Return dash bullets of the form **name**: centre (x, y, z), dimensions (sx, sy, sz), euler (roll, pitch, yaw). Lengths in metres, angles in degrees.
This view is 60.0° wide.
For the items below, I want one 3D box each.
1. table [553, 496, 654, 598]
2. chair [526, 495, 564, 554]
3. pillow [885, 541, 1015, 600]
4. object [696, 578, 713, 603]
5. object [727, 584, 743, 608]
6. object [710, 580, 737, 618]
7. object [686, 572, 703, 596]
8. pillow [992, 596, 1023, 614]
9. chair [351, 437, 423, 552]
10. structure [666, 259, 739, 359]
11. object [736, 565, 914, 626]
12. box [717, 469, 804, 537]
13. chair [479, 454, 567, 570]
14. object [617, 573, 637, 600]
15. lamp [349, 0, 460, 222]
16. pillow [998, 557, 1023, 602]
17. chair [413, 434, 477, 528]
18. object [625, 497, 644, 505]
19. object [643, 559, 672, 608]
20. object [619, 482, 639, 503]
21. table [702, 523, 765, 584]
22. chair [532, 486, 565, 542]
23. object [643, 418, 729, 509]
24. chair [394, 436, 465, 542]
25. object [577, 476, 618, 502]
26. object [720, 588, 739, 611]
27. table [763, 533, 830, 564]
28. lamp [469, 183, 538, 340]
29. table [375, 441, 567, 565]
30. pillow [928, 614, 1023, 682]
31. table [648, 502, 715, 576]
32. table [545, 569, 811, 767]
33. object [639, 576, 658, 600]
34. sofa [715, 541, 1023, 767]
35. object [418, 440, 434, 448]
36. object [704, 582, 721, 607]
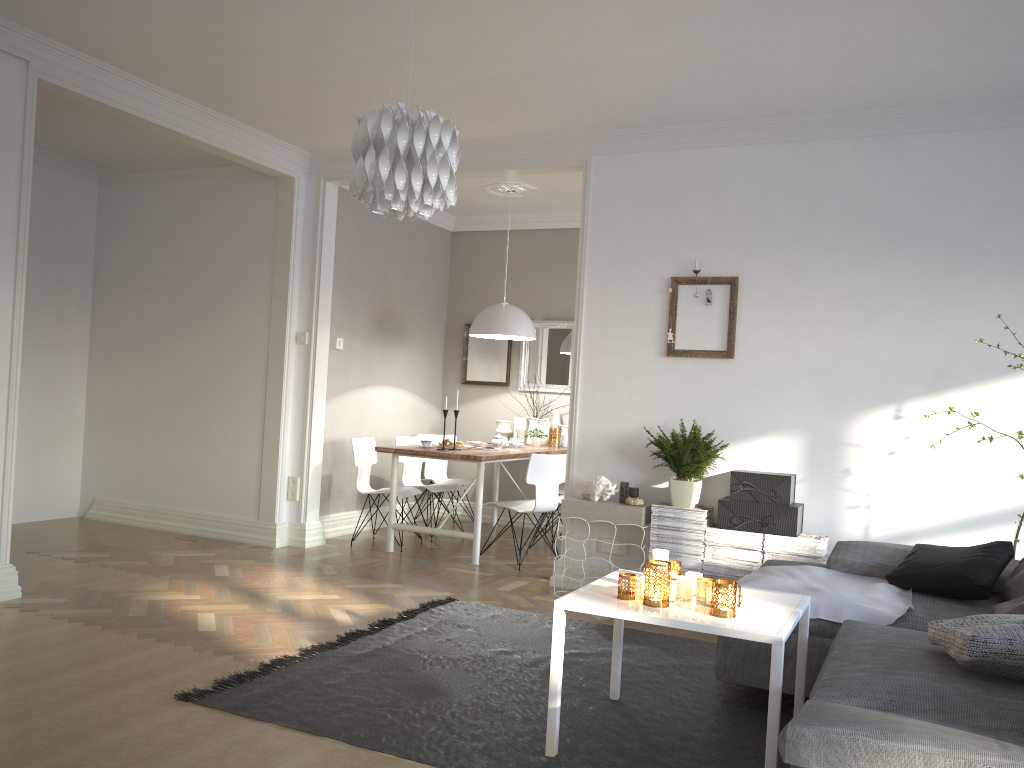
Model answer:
- **table**: centre (0.546, 0.974, 5.170), dimensions (0.553, 0.575, 0.299), euler (3, 0, 26)
- **chair**: centre (0.433, 0.886, 6.643), dimensions (0.479, 0.786, 0.432), euler (3, 0, 30)
- **pillow**: centre (1.839, 0.769, 3.727), dimensions (0.402, 0.248, 0.421), euler (4, -1, -45)
- **object**: centre (0.646, 0.692, 2.974), dimensions (0.060, 0.073, 0.060), euler (4, 0, -40)
- **object**: centre (0.735, 0.700, 2.930), dimensions (0.054, 0.068, 0.047), euler (3, 0, -15)
- **object**: centre (0.666, 0.675, 2.788), dimensions (0.080, 0.104, 0.080), euler (3, 0, 15)
- **object**: centre (0.630, 0.693, 3.075), dimensions (0.060, 0.073, 0.060), euler (4, 0, -40)
- **pillow**: centre (1.904, 0.746, 3.162), dimensions (0.337, 0.311, 0.415), euler (3, -1, 30)
- **chair**: centre (-0.938, 0.806, 6.617), dimensions (0.479, 0.786, 0.432), euler (3, 0, 15)
- **structure**: centre (1.100, -0.441, 5.138), dimensions (0.398, 0.574, 0.053), euler (3, 0, 22)
- **object**: centre (1.255, 1.029, 3.680), dimensions (0.725, 0.437, 0.812), euler (3, -1, 23)
- **box**: centre (1.357, 0.644, 4.840), dimensions (0.419, 0.315, 0.298), euler (3, -1, 25)
- **chair**: centre (0.096, 0.859, 6.187), dimensions (0.432, 0.786, 0.479), euler (4, 0, -45)
- **object**: centre (0.382, 0.674, 2.950), dimensions (0.060, 0.079, 0.060), euler (3, 0, 15)
- **lamp**: centre (-0.332, -1.087, 2.921), dimensions (0.355, 1.065, 0.354), euler (3, 0, -23)
- **pillow**: centre (2.123, 0.735, 3.497), dimensions (0.324, 0.403, 0.430), euler (3, -1, 12)
- **chair**: centre (-0.574, 0.845, 7.737), dimensions (0.432, 0.786, 0.479), euler (3, 0, -34)
- **object**: centre (0.703, 0.670, 5.069), dimensions (0.099, 0.046, 0.104), euler (4, -1, -19)
- **object**: centre (0.470, 0.647, 2.881), dimensions (0.090, 0.140, 0.087), euler (3, 0, -5)
- **object**: centre (0.682, 0.627, 5.170), dimensions (0.123, 0.134, 0.062), euler (4, 0, -24)
- **table**: centre (1.229, 1.046, 4.890), dimensions (0.327, 0.499, 0.247), euler (3, 0, 25)
- **chair**: centre (0.470, 0.899, 7.289), dimensions (0.479, 0.786, 0.432), euler (3, 0, 15)
- **object**: centre (0.968, 0.450, 4.990), dimensions (0.438, 0.527, 0.368), euler (3, 0, 25)
- **chair**: centre (-0.669, 0.830, 7.156), dimensions (0.479, 0.786, 0.432), euler (3, 0, 35)
- **object**: centre (0.503, 0.609, 5.186), dimensions (0.137, 0.150, 0.311), euler (4, -1, -35)
- **object**: centre (0.698, 0.694, 2.854), dimensions (0.060, 0.073, 0.060), euler (3, 0, -13)
- **table**: centre (1.514, 1.060, 4.758), dimensions (0.327, 0.499, 0.247), euler (3, 0, 25)
- **lamp**: centre (-0.039, -0.957, 6.985), dimensions (0.530, 1.182, 0.530), euler (3, 0, 32)
- **table**: centre (-0.185, 0.875, 6.974), dimensions (0.852, 0.750, 1.987), euler (3, -1, 25)
- **pillow**: centre (1.454, 0.754, 2.555), dimensions (0.406, 0.194, 0.404), euler (3, -1, 11)
- **table**: centre (0.953, 0.983, 5.021), dimensions (0.321, 0.596, 0.247), euler (3, 0, 25)
- **table**: centre (0.586, 0.979, 3.011), dimensions (0.715, 0.504, 0.675), euler (3, -1, 25)
- **object**: centre (0.452, 0.681, 2.952), dimensions (0.060, 0.073, 0.060), euler (3, 0, 14)
- **sofa**: centre (1.402, 0.919, 2.946), dimensions (1.554, 0.772, 2.633), euler (3, -1, 25)
- **object**: centre (-0.622, 0.438, 6.483), dimensions (0.116, 0.056, 0.137), euler (4, -1, -34)
- **object**: centre (0.660, 0.692, 2.910), dimensions (0.060, 0.073, 0.060), euler (4, 0, -40)
